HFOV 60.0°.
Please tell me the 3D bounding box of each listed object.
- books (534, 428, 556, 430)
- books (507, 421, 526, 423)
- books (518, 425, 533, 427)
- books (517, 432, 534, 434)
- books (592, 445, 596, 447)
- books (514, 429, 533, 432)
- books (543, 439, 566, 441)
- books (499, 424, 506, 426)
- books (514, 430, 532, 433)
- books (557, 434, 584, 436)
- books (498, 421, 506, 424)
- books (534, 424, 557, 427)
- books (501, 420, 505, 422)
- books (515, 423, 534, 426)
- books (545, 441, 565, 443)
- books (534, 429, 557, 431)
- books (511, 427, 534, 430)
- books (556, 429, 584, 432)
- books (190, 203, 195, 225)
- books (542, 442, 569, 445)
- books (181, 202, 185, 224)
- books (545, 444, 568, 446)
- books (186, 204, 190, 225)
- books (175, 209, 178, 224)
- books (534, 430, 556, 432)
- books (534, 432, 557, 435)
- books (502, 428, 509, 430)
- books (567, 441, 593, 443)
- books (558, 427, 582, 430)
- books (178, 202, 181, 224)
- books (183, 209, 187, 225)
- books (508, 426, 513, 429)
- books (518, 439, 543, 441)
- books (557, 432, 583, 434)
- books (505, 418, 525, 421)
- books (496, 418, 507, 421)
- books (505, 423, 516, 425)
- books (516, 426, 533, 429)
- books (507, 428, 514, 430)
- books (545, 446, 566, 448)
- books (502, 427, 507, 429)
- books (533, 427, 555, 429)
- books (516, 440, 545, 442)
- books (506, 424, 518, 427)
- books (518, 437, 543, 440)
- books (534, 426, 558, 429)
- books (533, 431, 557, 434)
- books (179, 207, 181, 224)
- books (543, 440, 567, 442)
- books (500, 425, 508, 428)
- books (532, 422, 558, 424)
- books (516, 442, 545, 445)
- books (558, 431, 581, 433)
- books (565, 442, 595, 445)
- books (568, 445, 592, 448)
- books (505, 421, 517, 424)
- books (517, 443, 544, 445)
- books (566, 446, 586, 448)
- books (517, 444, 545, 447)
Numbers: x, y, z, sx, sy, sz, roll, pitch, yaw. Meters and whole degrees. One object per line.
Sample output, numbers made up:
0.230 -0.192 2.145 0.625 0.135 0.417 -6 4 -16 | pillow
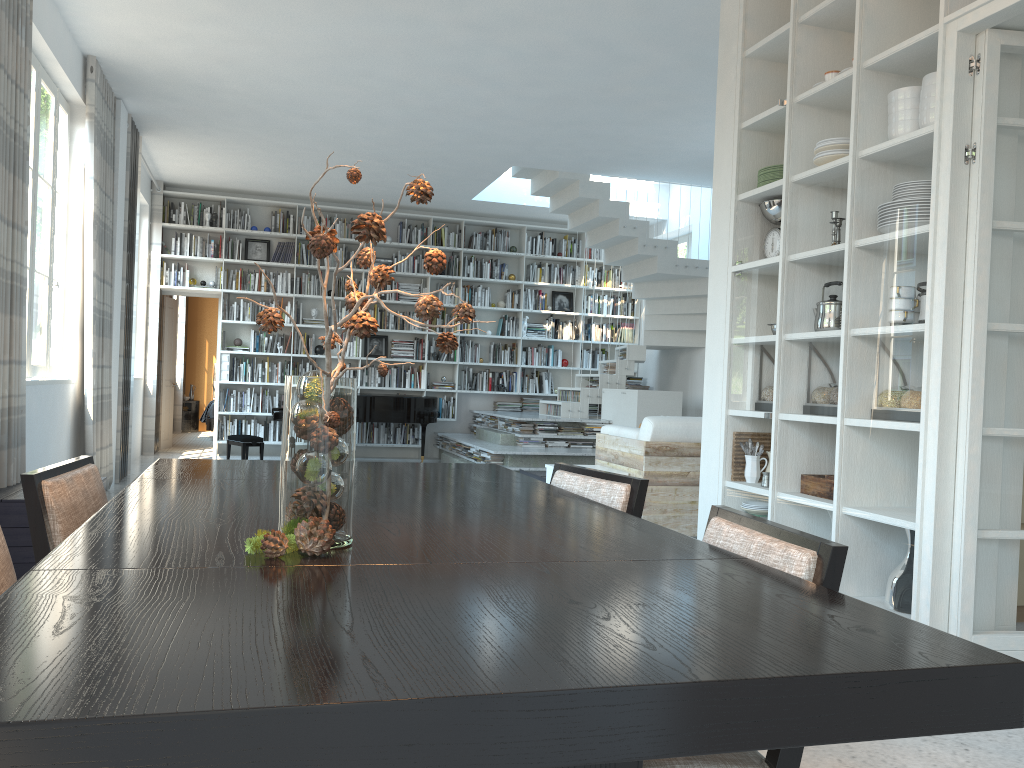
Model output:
0.369 0.501 9.874 0.210 0.012 0.168 2 0 -15 | books
0.045 0.432 10.171 0.171 0.007 0.260 2 0 -18 | books
0.138 0.462 9.911 0.132 0.009 0.269 2 0 -12 | books
0.138 0.542 9.912 0.144 0.009 0.249 2 0 -16 | books
0.998 0.693 9.944 0.234 0.017 0.151 2 0 -15 | books
0.130 0.516 9.909 0.152 0.015 0.208 2 0 -19 | books
0.472 0.619 9.792 0.220 0.013 0.149 2 0 -17 | books
-0.048 0.481 10.463 0.178 0.015 0.187 2 0 -11 | books
0.124 0.530 9.908 0.161 0.014 0.212 2 0 -12 | books
0.638 0.567 9.944 0.291 0.007 0.174 2 0 -13 | books
-0.042 0.459 10.465 0.174 0.029 0.250 2 0 -18 | books
0.369 0.462 9.880 0.221 0.018 0.154 2 0 -15 | books
-0.031 0.436 10.467 0.145 0.017 0.208 2 0 -21 | books
0.136 0.451 9.910 0.149 0.014 0.228 2 0 -18 | books
0.470 0.640 9.796 0.211 0.018 0.134 2 0 -13 | books
0.372 0.514 9.864 0.215 0.013 0.189 2 0 -17 | books
0.118 0.496 9.906 0.184 0.014 0.297 2 0 -17 | books
0.643 0.522 9.933 0.273 0.014 0.187 2 0 -21 | books
-3.862 -2.030 10.728 0.039 0.283 0.181 2 0 -16 | books
0.472 0.655 9.785 0.272 0.012 0.158 2 0 -18 | books
-3.968 -2.035 10.698 0.028 0.283 0.189 2 0 -16 | books
0.474 0.671 9.775 0.232 0.019 0.169 2 0 -21 | books
-3.904 -2.022 10.700 0.057 0.262 0.190 2 0 -16 | books
-4.035 -1.994 10.697 0.031 0.195 0.145 2 0 -16 | books
0.365 0.526 9.887 0.207 0.012 0.131 2 0 -20 | books
0.369 0.552 9.868 0.216 0.015 0.177 2 0 -18 | books
-0.031 0.534 10.469 0.132 0.016 0.262 2 0 -11 | books
0.740 0.643 9.858 0.275 0.009 0.176 2 0 -16 | books
0.639 0.498 9.949 0.246 0.013 0.172 2 0 -17 | books
-4.009 -2.036 10.687 0.010 0.281 0.160 2 1 -16 | books
-3.939 -1.995 10.697 0.030 0.206 0.175 2 0 -16 | books
0.053 0.504 10.175 0.155 0.028 0.189 2 0 -15 | books
0.198 0.612 9.714 0.257 0.010 0.132 2 0 -12 | books
0.633 0.551 9.963 0.293 0.014 0.133 2 0 -19 | books
0.032 0.409 10.167 0.189 0.022 0.237 2 0 -11 | books
-0.053 0.420 10.460 0.192 0.014 0.256 2 0 -20 | books
0.041 0.458 10.171 0.187 0.009 0.250 2 0 -16 | books
0.142 0.484 9.912 0.137 0.012 0.242 2 0 -15 | books
0.047 0.521 10.174 0.154 0.007 0.292 2 0 -13 | books
0.470 0.687 9.789 0.208 0.015 0.152 2 0 -18 | books
-0.022 0.520 10.472 0.136 0.013 0.258 2 0 -16 | books
0.369 0.491 9.876 0.260 0.009 0.153 2 0 -13 | books
0.201 0.623 9.703 0.292 0.012 0.159 2 0 -13 | books
0.045 0.476 10.172 0.177 0.026 0.230 2 0 -16 | books
0.203 0.594 9.701 0.234 0.025 0.157 2 0 -21 | books
0.376 0.479 9.855 0.230 0.015 0.190 2 0 -11 | books
0.366 0.538 9.882 0.227 0.013 0.148 2 0 -18 | books
-3.997 -2.008 10.700 0.024 0.227 0.157 2 0 -16 | books
0.472 0.628 9.790 0.242 0.005 0.152 2 0 -15 | books
-0.038 0.500 10.467 0.167 0.024 0.192 2 0 -15 | books
0.367 0.437 9.891 0.261 0.016 0.128 2 0 -17 | books
0.200 0.650 9.705 0.285 0.008 0.159 2 0 -18 | books
0.638 0.537 9.948 0.214 0.015 0.177 2 0 -15 | books
0.749 0.657 9.851 0.287 0.018 0.190 2 0 -17 | books
0.747 0.689 9.854 0.250 0.018 0.177 2 0 -13 | books
0.044 0.442 10.171 0.168 0.013 0.281 2 0 -19 | books
0.199 0.657 9.706 0.264 0.006 0.164 2 0 -15 | books
0.741 0.702 9.874 0.249 0.009 0.144 2 0 -17 | books
0.204 0.672 9.687 0.262 0.023 0.200 2 0 -18 | books
